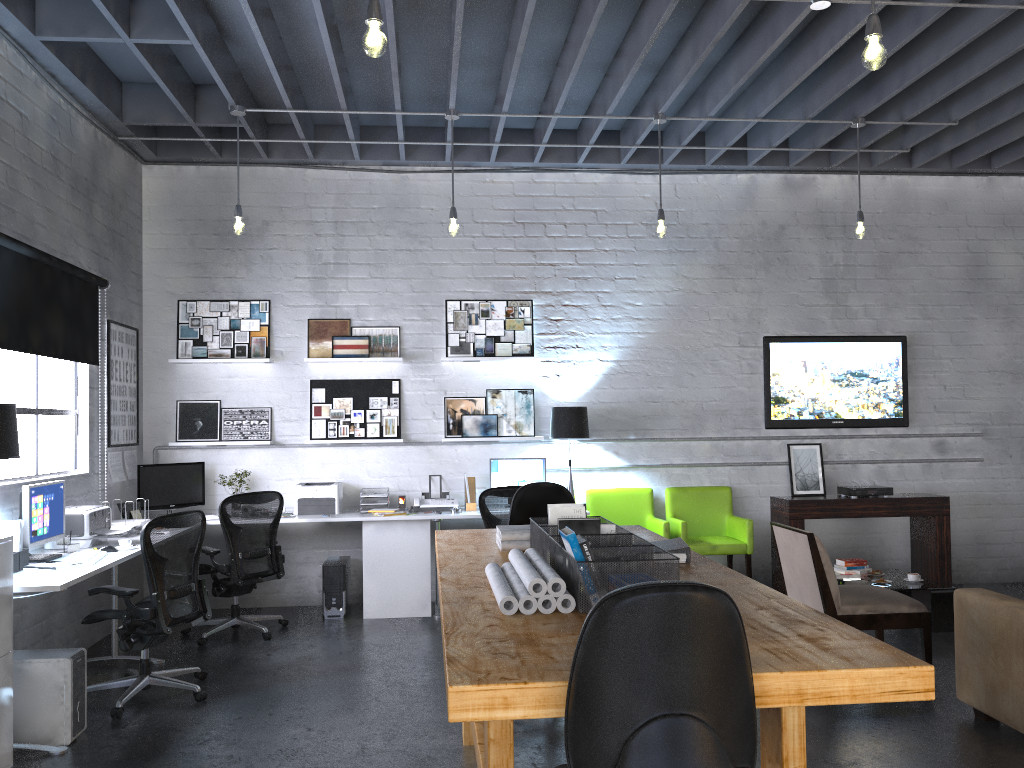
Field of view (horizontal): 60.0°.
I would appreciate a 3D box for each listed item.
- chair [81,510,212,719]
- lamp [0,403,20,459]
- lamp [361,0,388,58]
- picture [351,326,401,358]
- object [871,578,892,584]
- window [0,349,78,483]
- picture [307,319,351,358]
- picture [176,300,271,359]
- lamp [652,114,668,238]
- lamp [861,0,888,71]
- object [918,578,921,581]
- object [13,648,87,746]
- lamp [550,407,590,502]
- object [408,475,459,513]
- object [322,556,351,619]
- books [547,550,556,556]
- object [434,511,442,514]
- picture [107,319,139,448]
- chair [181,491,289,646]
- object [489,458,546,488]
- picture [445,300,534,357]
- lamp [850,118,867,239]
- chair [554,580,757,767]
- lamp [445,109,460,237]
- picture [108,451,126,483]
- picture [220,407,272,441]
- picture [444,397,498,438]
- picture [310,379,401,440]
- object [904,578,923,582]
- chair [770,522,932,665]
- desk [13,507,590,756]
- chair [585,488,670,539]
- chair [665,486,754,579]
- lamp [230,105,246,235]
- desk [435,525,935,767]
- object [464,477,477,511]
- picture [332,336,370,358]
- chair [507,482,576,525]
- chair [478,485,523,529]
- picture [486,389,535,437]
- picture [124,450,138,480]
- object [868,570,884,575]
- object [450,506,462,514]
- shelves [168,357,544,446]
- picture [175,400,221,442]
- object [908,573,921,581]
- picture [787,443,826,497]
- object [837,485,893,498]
[{"bbox_3d":[-2.046,1.222,4.915,0.753,1.031,0.732,-1,-2,-2],"label":"chair"},{"bbox_3d":[-2.502,0.510,4.170,0.333,0.831,0.333,1,-2,-44],"label":"lamp"},{"bbox_3d":[-0.494,-1.599,3.157,0.104,0.878,0.104,-1,-2,-6],"label":"lamp"},{"bbox_3d":[-1.142,-0.345,7.435,0.410,0.277,0.036,-1,-2,-6],"label":"picture"},{"bbox_3d":[2.672,1.421,6.410,0.137,0.031,0.137,-2,-3,20],"label":"object"},{"bbox_3d":[-2.908,-0.045,5.184,0.030,1.219,1.823,-1,-2,-6],"label":"window"},{"bbox_3d":[-1.526,-0.374,7.401,0.355,0.343,0.042,-1,-2,-6],"label":"picture"},{"bbox_3d":[-2.377,-0.447,7.313,0.749,0.503,0.058,-1,-2,-6],"label":"picture"},{"bbox_3d":[1.061,-1.483,6.349,0.104,0.878,0.104,-1,-2,-6],"label":"lamp"},{"bbox_3d":[1.352,-1.617,3.336,0.104,0.878,0.104,-1,-2,-6],"label":"lamp"},{"bbox_3d":[2.965,1.419,6.433,0.022,0.009,0.108,-2,-3,34],"label":"object"},{"bbox_3d":[-2.328,1.508,4.263,0.478,0.411,0.200,-1,-2,-6],"label":"object"},{"bbox_3d":[0.481,0.606,7.358,0.333,0.831,0.333,1,-2,-44],"label":"lamp"},{"bbox_3d":[-0.645,0.894,7.276,0.405,0.280,0.399,-1,-2,-6],"label":"object"},{"bbox_3d":[-1.398,1.616,7.078,0.180,0.411,0.476,-1,-2,-6],"label":"object"},{"bbox_3d":[0.270,0.662,3.439,0.248,0.021,0.177,-1,-2,-6],"label":"books"},{"bbox_3d":[-0.585,1.013,6.986,0.076,0.016,0.017,-3,-3,44],"label":"object"},{"bbox_3d":[-2.967,0.010,6.776,0.020,0.934,0.659,-1,-2,-6],"label":"picture"},{"bbox_3d":[-2.012,1.284,6.382,0.753,1.031,0.732,-1,-2,18],"label":"chair"},{"bbox_3d":[0.050,0.819,7.339,0.465,0.417,0.212,-1,-2,-1],"label":"object"},{"bbox_3d":[-0.189,-0.468,7.525,0.749,0.503,0.058,-1,-2,-6],"label":"picture"},{"bbox_3d":[2.542,-1.497,6.493,0.104,0.878,0.104,-2,-2,38],"label":"lamp"},{"bbox_3d":[0.281,1.000,2.068,0.659,1.164,0.687,-1,-2,-7],"label":"chair"},{"bbox_3d":[-0.415,-1.469,6.206,0.104,0.878,0.104,-1,-2,-6],"label":"lamp"},{"bbox_3d":[-2.934,0.616,6.594,0.036,0.221,0.289,-1,-2,-6],"label":"picture"},{"bbox_3d":[-2.192,0.332,7.315,0.410,0.277,0.036,-1,-2,-6],"label":"picture"},{"bbox_3d":[-0.345,0.280,7.486,0.452,0.345,0.054,-1,-2,-6],"label":"picture"},{"bbox_3d":[-1.305,0.210,7.399,0.749,0.503,0.058,-1,-2,-6],"label":"picture"},{"bbox_3d":[2.916,1.427,6.438,0.131,0.016,0.131,-1,-2,1],"label":"object"},{"bbox_3d":[2.031,1.280,5.370,0.725,0.842,0.575,-1,-2,-6],"label":"chair"},{"bbox_3d":[-1.067,1.368,5.761,3.574,0.785,3.300,-1,-2,-6],"label":"desk"},{"bbox_3d":[0.948,1.341,7.353,0.611,0.920,0.516,-1,-2,-6],"label":"chair"},{"bbox_3d":[1.639,1.334,7.420,0.611,0.920,0.516,-1,-2,-6],"label":"chair"},{"bbox_3d":[-1.872,-1.455,6.065,0.104,0.878,0.104,-1,-2,-6],"label":"lamp"},{"bbox_3d":[0.286,1.176,3.375,1.115,0.926,2.833,-1,-2,-6],"label":"desk"},{"bbox_3d":[-0.342,0.902,7.299,0.087,0.259,0.237,-1,-2,-6],"label":"object"},{"bbox_3d":[-1.345,-0.304,7.399,0.311,0.196,0.029,-1,-2,-6],"label":"picture"},{"bbox_3d":[0.224,1.112,4.639,0.659,1.164,0.687,-1,-2,-7],"label":"chair"},{"bbox_3d":[-0.069,1.272,6.724,0.732,1.031,0.753,1,-2,-37],"label":"chair"},{"bbox_3d":[-0.012,0.246,7.528,0.410,0.408,0.047,-1,-2,-6],"label":"picture"},{"bbox_3d":[-2.968,0.631,6.941,0.036,0.221,0.289,-1,-2,-6],"label":"picture"},{"bbox_3d":[2.765,1.432,6.774,0.151,0.040,0.151,-1,-2,12],"label":"object"},{"bbox_3d":[-0.445,0.995,7.015,0.095,0.050,0.095,1,-3,-37],"label":"object"},{"bbox_3d":[-1.252,0.138,7.335,3.024,0.694,0.199,-1,-2,-6],"label":"shelves"},{"bbox_3d":[-2.576,0.303,7.282,0.355,0.343,0.042,-1,-2,-6],"label":"picture"},{"bbox_3d":[2.917,1.404,6.440,0.077,0.052,0.081,-3,-3,43],"label":"object"},{"bbox_3d":[2.570,0.747,7.735,0.308,0.456,0.092,-1,-2,-6],"label":"picture"},{"bbox_3d":[3.030,0.923,7.615,0.370,0.082,0.266,-1,-2,-6],"label":"object"}]
